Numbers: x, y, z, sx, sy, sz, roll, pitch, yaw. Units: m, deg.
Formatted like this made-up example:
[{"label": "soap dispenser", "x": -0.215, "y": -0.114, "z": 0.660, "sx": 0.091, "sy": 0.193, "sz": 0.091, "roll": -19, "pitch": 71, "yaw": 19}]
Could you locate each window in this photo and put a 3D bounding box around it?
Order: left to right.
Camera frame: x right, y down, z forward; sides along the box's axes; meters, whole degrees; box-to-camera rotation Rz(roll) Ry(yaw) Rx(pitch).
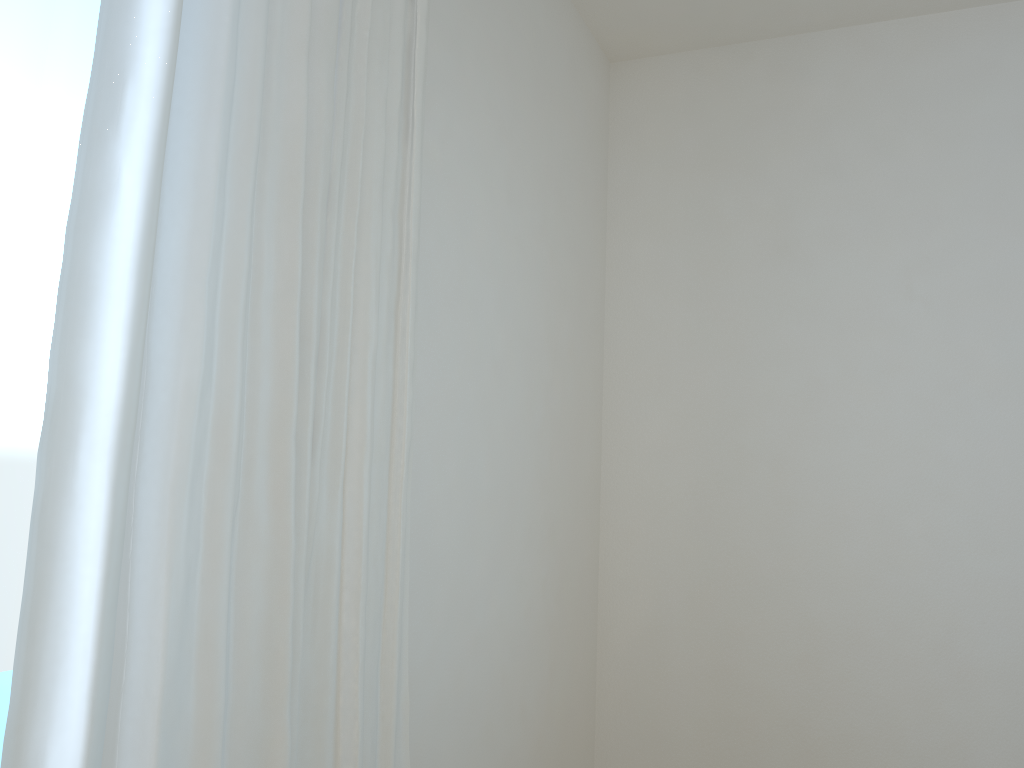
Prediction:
[{"label": "window", "x": -0.978, "y": -0.324, "z": 0.199, "sx": 0.088, "sy": 1.938, "sz": 2.702, "roll": -2, "pitch": -9, "yaw": 23}]

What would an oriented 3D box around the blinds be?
[{"label": "blinds", "x": -0.284, "y": -0.345, "z": 1.347, "sx": 0.150, "sy": 2.183, "sz": 0.787, "roll": -2, "pitch": -11, "yaw": 23}]
